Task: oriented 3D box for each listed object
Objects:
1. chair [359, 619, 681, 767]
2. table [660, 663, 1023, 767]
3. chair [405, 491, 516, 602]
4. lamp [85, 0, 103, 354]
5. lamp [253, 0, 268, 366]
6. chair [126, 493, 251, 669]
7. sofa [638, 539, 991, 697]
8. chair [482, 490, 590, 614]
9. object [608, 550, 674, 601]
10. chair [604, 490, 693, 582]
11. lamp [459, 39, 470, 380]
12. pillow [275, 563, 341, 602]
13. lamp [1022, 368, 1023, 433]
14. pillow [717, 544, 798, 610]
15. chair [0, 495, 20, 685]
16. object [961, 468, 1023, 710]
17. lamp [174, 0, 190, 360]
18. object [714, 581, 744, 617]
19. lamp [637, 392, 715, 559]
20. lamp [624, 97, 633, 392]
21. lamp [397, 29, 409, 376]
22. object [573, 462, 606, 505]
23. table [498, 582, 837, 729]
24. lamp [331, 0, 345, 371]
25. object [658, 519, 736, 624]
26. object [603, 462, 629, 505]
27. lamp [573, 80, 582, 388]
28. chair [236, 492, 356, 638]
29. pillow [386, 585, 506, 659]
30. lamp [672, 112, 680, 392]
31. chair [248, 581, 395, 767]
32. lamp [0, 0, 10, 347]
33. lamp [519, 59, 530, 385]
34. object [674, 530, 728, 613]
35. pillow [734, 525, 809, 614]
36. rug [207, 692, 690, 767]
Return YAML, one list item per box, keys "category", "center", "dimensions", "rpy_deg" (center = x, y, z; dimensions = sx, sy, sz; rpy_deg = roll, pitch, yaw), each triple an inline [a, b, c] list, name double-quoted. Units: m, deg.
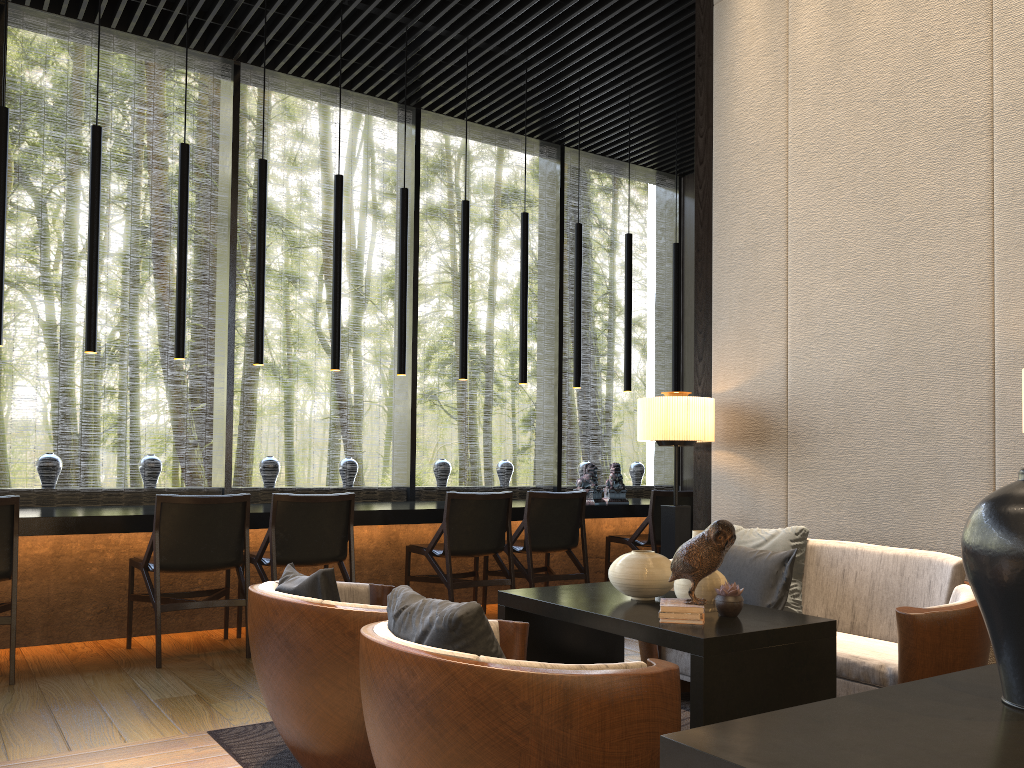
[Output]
- category: "chair"
  center: [-0.050, 0.877, 2.090]
  dimensions: [0.606, 0.603, 0.805]
  rpy_deg: [3, -5, -33]
- category: "table"
  center: [1.217, 0.904, 1.825]
  dimensions: [1.962, 0.512, 0.621]
  rpy_deg: [4, -5, -33]
- category: "chair"
  center: [-0.302, 1.070, 5.463]
  dimensions: [0.526, 0.825, 0.564]
  rpy_deg: [3, -3, -33]
- category: "lamp"
  center: [-2.315, -1.378, 4.932]
  dimensions: [0.060, 2.415, 0.060]
  rpy_deg: [2, -2, -38]
- category: "lamp"
  center: [-1.535, -1.322, 5.448]
  dimensions: [0.060, 2.415, 0.060]
  rpy_deg: [2, -2, -38]
- category: "chair"
  center: [-1.648, 0.974, 4.573]
  dimensions: [0.526, 0.825, 0.564]
  rpy_deg: [3, -3, -33]
- category: "sofa"
  center: [1.127, 0.966, 3.424]
  dimensions: [0.603, 0.691, 1.452]
  rpy_deg: [3, -5, -33]
- category: "chair"
  center: [0.177, 1.105, 5.781]
  dimensions: [0.526, 0.825, 0.564]
  rpy_deg: [3, -3, -33]
- category: "object"
  center: [0.462, 0.675, 3.123]
  dimensions: [0.245, 0.167, 0.246]
  rpy_deg: [0, -4, 14]
- category: "chair"
  center: [1.043, 1.167, 6.354]
  dimensions: [0.526, 0.825, 0.564]
  rpy_deg: [3, -3, -33]
- category: "lamp"
  center: [-0.329, -1.236, 6.247]
  dimensions: [0.060, 2.415, 0.060]
  rpy_deg: [2, -2, -38]
- category: "pillow"
  center: [-0.622, 0.717, 2.747]
  dimensions: [0.205, 0.337, 0.442]
  rpy_deg: [2, -4, -26]
- category: "lamp"
  center: [1.830, 0.588, 2.793]
  dimensions: [0.375, 1.348, 0.375]
  rpy_deg: [0, -2, 14]
- category: "pillow"
  center: [0.953, 0.800, 3.593]
  dimensions: [0.219, 0.360, 0.472]
  rpy_deg: [3, -4, -37]
- category: "chair"
  center: [-2.514, 0.912, 3.999]
  dimensions: [0.526, 0.825, 0.564]
  rpy_deg: [3, -3, -33]
- category: "object"
  center: [1.072, 0.394, 1.768]
  dimensions: [0.312, 0.492, 0.312]
  rpy_deg: [3, -4, -45]
- category: "lamp"
  center: [-1.921, -1.350, 5.193]
  dimensions: [0.060, 2.415, 0.060]
  rpy_deg: [2, -2, -38]
- category: "object"
  center: [0.683, 0.673, 2.784]
  dimensions: [0.091, 0.111, 0.091]
  rpy_deg: [0, -3, 19]
- category: "lamp"
  center: [0.801, 0.717, 4.345]
  dimensions: [0.375, 1.348, 0.375]
  rpy_deg: [1, -2, -4]
- category: "lamp"
  center: [0.934, -1.145, 7.083]
  dimensions: [0.060, 2.415, 0.060]
  rpy_deg: [2, -2, -38]
- category: "lamp"
  center: [-0.728, -1.264, 5.983]
  dimensions: [0.060, 2.415, 0.060]
  rpy_deg: [2, -2, -38]
- category: "object"
  center: [0.565, 0.733, 6.531]
  dimensions: [0.207, 0.309, 0.162]
  rpy_deg: [-1, -3, 36]
- category: "table"
  center: [0.472, 1.005, 2.998]
  dimensions: [0.576, 0.516, 1.044]
  rpy_deg: [3, -5, -33]
- category: "lamp"
  center: [-1.120, -1.293, 5.723]
  dimensions: [0.060, 2.415, 0.060]
  rpy_deg: [2, -2, -38]
- category: "object"
  center: [0.568, 0.567, 2.713]
  dimensions: [0.229, 0.309, 0.174]
  rpy_deg: [0, -3, 12]
- category: "object"
  center: [0.776, 0.746, 6.665]
  dimensions: [0.163, 0.312, 0.209]
  rpy_deg: [1, -3, -8]
- category: "lamp"
  center: [0.511, -1.176, 6.803]
  dimensions: [0.060, 2.415, 0.060]
  rpy_deg: [2, -2, -38]
- category: "chair"
  center: [-1.169, 1.008, 4.890]
  dimensions: [0.526, 0.825, 0.564]
  rpy_deg: [3, -3, -33]
- category: "pillow"
  center: [-0.146, 0.654, 2.033]
  dimensions: [0.222, 0.361, 0.399]
  rpy_deg: [2, -4, -33]
- category: "lamp"
  center: [1.365, -1.115, 7.369]
  dimensions: [0.060, 2.415, 0.060]
  rpy_deg: [2, -2, -38]
- category: "chair"
  center: [-0.522, 0.936, 2.804]
  dimensions: [0.606, 0.603, 0.805]
  rpy_deg: [3, -5, -33]
- category: "lamp"
  center: [-2.693, -1.405, 4.682]
  dimensions: [0.060, 2.415, 0.060]
  rpy_deg: [2, -2, -28]
- category: "lamp"
  center: [0.095, -1.206, 6.528]
  dimensions: [0.060, 2.415, 0.060]
  rpy_deg: [2, -2, -38]
- category: "object"
  center: [0.617, 0.609, 2.891]
  dimensions: [0.174, 0.257, 0.175]
  rpy_deg: [1, -3, -14]
- category: "pillow"
  center: [1.027, 0.796, 3.763]
  dimensions: [0.433, 0.399, 0.201]
  rpy_deg: [-2, -3, 35]
- category: "rug"
  center: [0.384, 1.262, 2.995]
  dimensions: [2.244, 0.008, 2.045]
  rpy_deg: [4, -6, -33]
